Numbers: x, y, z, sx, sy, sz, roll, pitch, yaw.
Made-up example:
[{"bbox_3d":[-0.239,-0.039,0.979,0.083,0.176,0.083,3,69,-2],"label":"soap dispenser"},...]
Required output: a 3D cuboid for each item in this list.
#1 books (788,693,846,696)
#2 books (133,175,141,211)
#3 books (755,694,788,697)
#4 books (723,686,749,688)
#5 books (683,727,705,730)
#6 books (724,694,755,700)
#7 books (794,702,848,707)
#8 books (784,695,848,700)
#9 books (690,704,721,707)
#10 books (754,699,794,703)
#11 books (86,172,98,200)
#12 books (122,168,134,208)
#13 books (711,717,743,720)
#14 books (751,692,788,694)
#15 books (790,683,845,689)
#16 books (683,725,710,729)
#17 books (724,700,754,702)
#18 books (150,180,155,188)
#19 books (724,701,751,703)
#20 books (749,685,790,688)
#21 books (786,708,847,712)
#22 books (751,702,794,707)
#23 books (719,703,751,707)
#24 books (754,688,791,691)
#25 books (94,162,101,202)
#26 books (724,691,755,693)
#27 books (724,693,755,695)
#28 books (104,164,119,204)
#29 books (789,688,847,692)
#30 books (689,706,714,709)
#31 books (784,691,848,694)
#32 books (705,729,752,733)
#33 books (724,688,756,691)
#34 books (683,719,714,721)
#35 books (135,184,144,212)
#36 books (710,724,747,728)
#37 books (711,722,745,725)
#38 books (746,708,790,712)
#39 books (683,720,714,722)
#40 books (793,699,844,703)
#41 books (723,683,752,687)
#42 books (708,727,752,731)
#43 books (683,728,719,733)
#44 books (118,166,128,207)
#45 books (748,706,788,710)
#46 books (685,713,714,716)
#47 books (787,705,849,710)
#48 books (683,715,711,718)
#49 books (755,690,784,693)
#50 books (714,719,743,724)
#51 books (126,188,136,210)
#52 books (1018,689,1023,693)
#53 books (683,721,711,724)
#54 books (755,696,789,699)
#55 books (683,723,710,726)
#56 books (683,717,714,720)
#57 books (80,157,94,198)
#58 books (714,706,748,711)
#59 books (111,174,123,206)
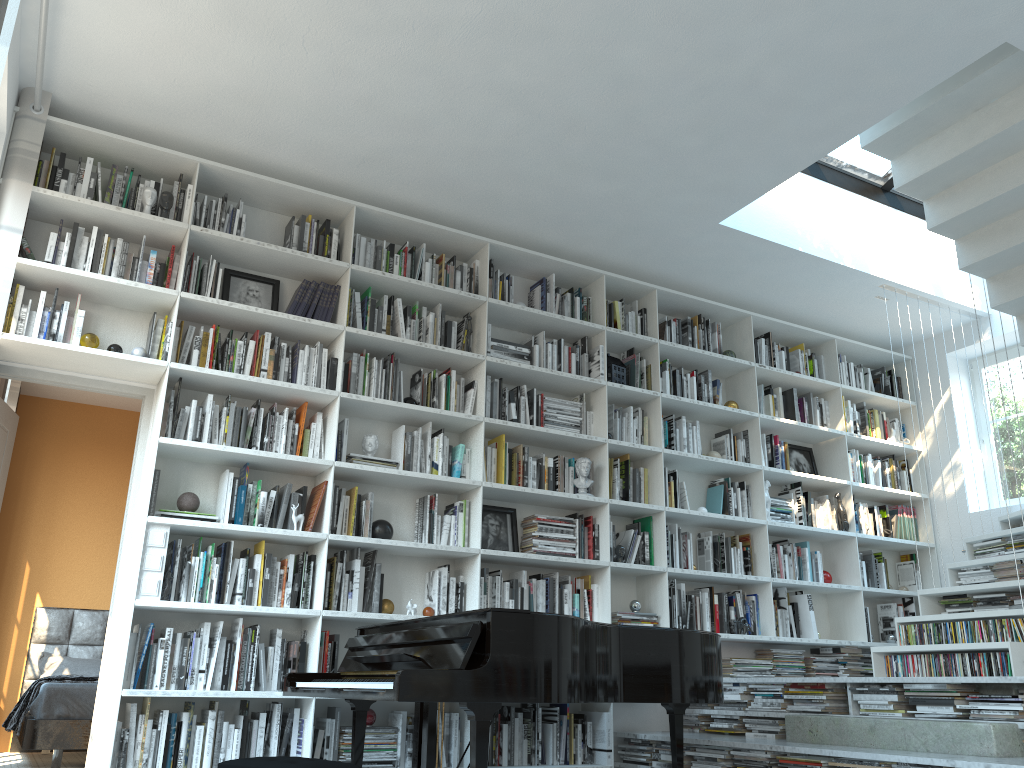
[{"bbox_3d":[1.598,1.627,4.647,0.161,0.012,0.255,10,-21,-23],"label":"books"},{"bbox_3d":[-1.935,-0.914,4.539,0.013,0.274,0.159,11,-21,-27],"label":"books"},{"bbox_3d":[1.468,1.716,4.888,0.144,0.013,0.221,10,-21,-24],"label":"books"},{"bbox_3d":[1.318,1.762,5.153,0.159,0.007,0.286,12,-22,-28],"label":"books"},{"bbox_3d":[1.123,2.070,5.332,0.144,0.005,0.258,9,-21,-22],"label":"books"},{"bbox_3d":[1.301,1.811,5.127,0.189,0.029,0.238,12,-22,-30],"label":"books"},{"bbox_3d":[1.613,1.676,4.639,0.138,0.017,0.238,12,-22,-28],"label":"books"},{"bbox_3d":[1.595,1.640,4.641,0.179,0.017,0.293,11,-21,-26],"label":"books"},{"bbox_3d":[1.172,1.939,5.361,0.163,0.017,0.233,10,-21,-25],"label":"books"},{"bbox_3d":[1.467,1.743,4.879,0.154,0.018,0.221,12,-22,-28],"label":"books"},{"bbox_3d":[-2.105,-0.923,4.418,0.030,0.205,0.176,11,-21,-27],"label":"books"},{"bbox_3d":[-1.976,-0.939,4.528,0.029,0.313,0.129,11,-21,-27],"label":"books"},{"bbox_3d":[1.277,1.923,5.094,0.144,0.009,0.250,10,-21,-23],"label":"books"},{"bbox_3d":[1.462,1.705,4.888,0.167,0.008,0.235,12,-22,-28],"label":"books"},{"bbox_3d":[1.606,1.588,4.664,0.139,0.028,0.262,9,-21,-22],"label":"books"},{"bbox_3d":[1.131,2.063,5.339,0.147,0.014,0.293,11,-21,-27],"label":"books"},{"bbox_3d":[1.313,1.831,5.127,0.163,0.008,0.295,12,-22,-29],"label":"books"},{"bbox_3d":[-1.878,-0.894,4.561,0.021,0.252,0.179,11,-21,-27],"label":"books"},{"bbox_3d":[1.316,1.840,5.126,0.152,0.009,0.260,12,-22,-30],"label":"books"},{"bbox_3d":[1.456,1.671,4.896,0.165,0.015,0.243,13,-23,-32],"label":"books"},{"bbox_3d":[1.588,1.698,4.617,0.182,0.011,0.254,10,-21,-23],"label":"books"},{"bbox_3d":[1.457,1.760,4.867,0.164,0.023,0.242,10,-21,-23],"label":"books"},{"bbox_3d":[1.327,1.857,5.127,0.131,0.021,0.241,10,-21,-25],"label":"books"},{"bbox_3d":[1.467,1.686,4.897,0.149,0.013,0.220,10,-21,-24],"label":"books"},{"bbox_3d":[-2.072,-0.945,4.437,0.057,0.261,0.191,11,-21,-27],"label":"books"},{"bbox_3d":[1.317,1.788,5.144,0.143,0.012,0.264,9,-21,-22],"label":"books"},{"bbox_3d":[1.311,1.796,5.138,0.171,0.007,0.207,10,-21,-25],"label":"books"},{"bbox_3d":[-2.038,-0.942,4.475,0.039,0.281,0.182,11,-21,-27],"label":"books"},{"bbox_3d":[1.616,1.610,4.662,0.129,0.013,0.297,12,-22,-29],"label":"books"},{"bbox_3d":[1.184,1.956,5.362,0.134,0.014,0.181,12,-22,-30],"label":"books"},{"bbox_3d":[1.593,1.616,4.647,0.187,0.009,0.261,12,-22,-28],"label":"books"},{"bbox_3d":[1.259,1.982,5.064,0.187,0.009,0.261,10,-21,-24],"label":"books"},{"bbox_3d":[1.316,1.773,5.148,0.163,0.018,0.290,12,-22,-28],"label":"books"},{"bbox_3d":[1.114,2.022,5.342,0.184,0.006,0.263,11,-21,-26],"label":"books"},{"bbox_3d":[-1.921,-0.888,4.539,0.021,0.225,0.157,11,-21,-27],"label":"books"},{"bbox_3d":[1.264,1.958,5.075,0.180,0.016,0.183,12,-22,-30],"label":"books"},{"bbox_3d":[1.276,1.948,5.085,0.159,0.009,0.229,11,-21,-26],"label":"books"},{"bbox_3d":[1.453,1.787,4.856,0.183,0.012,0.297,12,-22,-28],"label":"books"},{"bbox_3d":[1.122,2.029,5.345,0.152,0.005,0.243,10,-21,-23],"label":"books"},{"bbox_3d":[1.603,1.658,4.639,0.159,0.018,0.203,12,-22,-29],"label":"books"},{"bbox_3d":[1.308,1.747,5.152,0.171,0.020,0.194,13,-23,-32],"label":"books"},{"bbox_3d":[1.275,1.974,5.076,0.160,0.014,0.268,12,-22,-28],"label":"books"},{"bbox_3d":[1.122,2.081,5.328,0.163,0.019,0.188,12,-22,-28],"label":"books"},{"bbox_3d":[-1.990,-0.941,4.508,0.014,0.303,0.146,11,-21,-27],"label":"books"},{"bbox_3d":[1.449,1.775,4.858,0.190,0.012,0.235,12,-22,-29],"label":"books"},{"bbox_3d":[1.117,1.993,5.353,0.174,0.009,0.240,10,-21,-25],"label":"books"},{"bbox_3d":[1.594,1.687,4.624,0.178,0.014,0.248,12,-22,-29],"label":"books"},{"bbox_3d":[1.122,2.005,5.352,0.152,0.015,0.208,9,-21,-22],"label":"books"},{"bbox_3d":[1.467,1.697,4.894,0.160,0.010,0.180,11,-21,-27],"label":"books"},{"bbox_3d":[1.282,1.937,5.092,0.137,0.018,0.201,13,-22,-31],"label":"books"},{"bbox_3d":[-1.949,-0.878,4.511,0.024,0.186,0.160,11,-21,-27],"label":"books"},{"bbox_3d":[2.333,1.333,3.844,0.261,0.016,0.129,12,-22,-28],"label":"books"},{"bbox_3d":[1.125,2.038,5.343,0.159,0.012,0.279,12,-22,-28],"label":"books"},{"bbox_3d":[1.471,1.729,4.886,0.150,0.013,0.216,11,-21,-27],"label":"books"},{"bbox_3d":[1.122,2.049,5.338,0.170,0.012,0.215,11,-21,-27],"label":"books"},{"bbox_3d":[1.120,2.016,5.348,0.160,0.009,0.211,10,-21,-23],"label":"books"},{"bbox_3d":[-2.134,-0.961,4.425,0.028,0.282,0.190,11,-21,-27],"label":"books"},{"bbox_3d":[1.310,1.871,5.113,0.173,0.016,0.233,12,-22,-28],"label":"books"},{"bbox_3d":[-2.017,-0.919,4.503,0.030,0.256,0.130,11,-21,-27],"label":"books"}]
